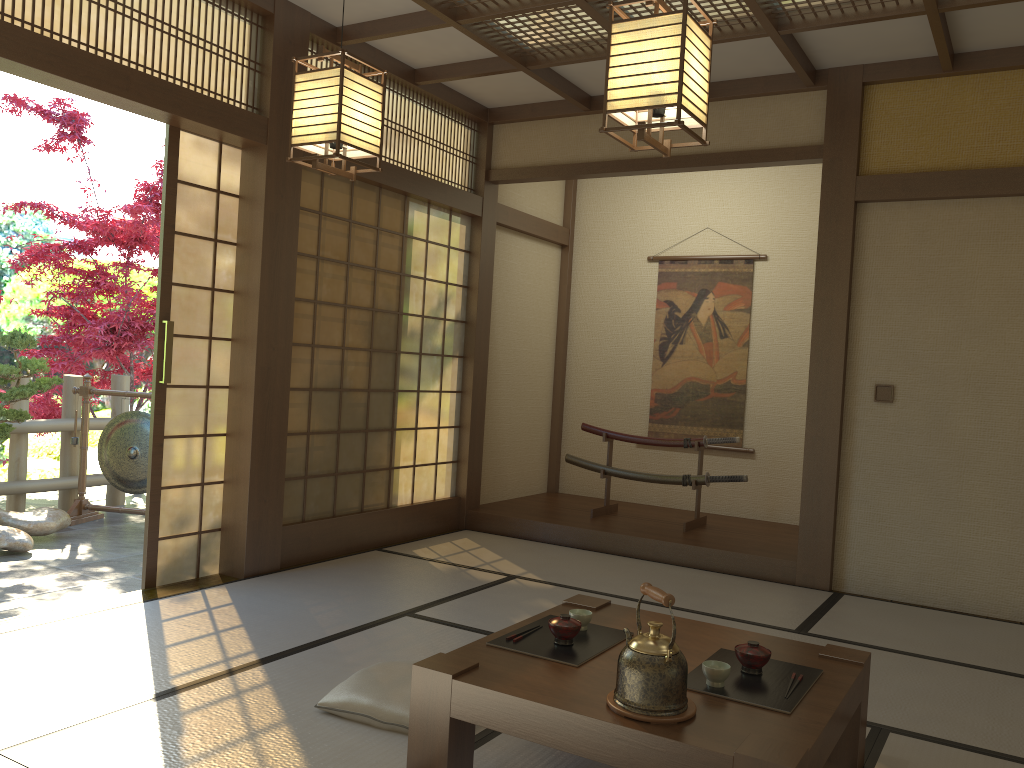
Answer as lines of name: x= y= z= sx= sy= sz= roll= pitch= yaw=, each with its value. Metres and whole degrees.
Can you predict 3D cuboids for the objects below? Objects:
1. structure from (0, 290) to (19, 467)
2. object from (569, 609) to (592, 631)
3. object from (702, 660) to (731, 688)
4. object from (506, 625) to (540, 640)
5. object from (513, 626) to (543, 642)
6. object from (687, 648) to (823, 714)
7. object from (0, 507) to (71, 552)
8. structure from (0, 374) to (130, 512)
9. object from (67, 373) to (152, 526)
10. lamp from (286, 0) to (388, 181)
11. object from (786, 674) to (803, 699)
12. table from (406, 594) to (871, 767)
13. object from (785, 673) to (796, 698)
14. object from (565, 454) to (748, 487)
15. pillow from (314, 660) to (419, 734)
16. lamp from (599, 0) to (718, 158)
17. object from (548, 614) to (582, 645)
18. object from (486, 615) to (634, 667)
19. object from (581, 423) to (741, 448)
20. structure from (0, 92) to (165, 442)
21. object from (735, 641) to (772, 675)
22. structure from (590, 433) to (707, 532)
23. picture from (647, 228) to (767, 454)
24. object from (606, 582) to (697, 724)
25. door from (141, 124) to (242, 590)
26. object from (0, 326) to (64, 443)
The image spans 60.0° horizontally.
structure: x=-4.935 y=-0.981 z=5.445 sx=3.412 sy=4.004 sz=3.045 roll=3 pitch=1 yaw=-27
object: x=0.216 y=0.746 z=2.799 sx=0.074 sy=0.052 sz=0.073 roll=3 pitch=1 yaw=-16
object: x=0.542 y=0.772 z=2.355 sx=0.074 sy=0.052 sz=0.073 roll=3 pitch=1 yaw=-16
object: x=0.036 y=0.758 z=2.716 sx=0.008 sy=0.008 sz=0.200 roll=4 pitch=1 yaw=31
object: x=0.051 y=0.759 z=2.707 sx=0.008 sy=0.008 sz=0.200 roll=4 pitch=1 yaw=27
object: x=0.659 y=0.807 z=2.435 sx=0.300 sy=0.007 sz=0.400 roll=4 pitch=1 yaw=31
object: x=-3.371 y=0.848 z=5.394 sx=1.147 sy=0.276 sz=1.260 roll=4 pitch=1 yaw=26
structure: x=-3.901 y=0.469 z=5.727 sx=0.245 sy=1.136 sz=7.456 roll=4 pitch=1 yaw=31
object: x=-2.653 y=0.474 z=6.256 sx=1.045 sy=1.061 sz=0.368 roll=4 pitch=1 yaw=9
lamp: x=-0.575 y=-1.279 z=3.029 sx=0.240 sy=1.129 sz=0.240 roll=4 pitch=1 yaw=31
object: x=0.754 y=0.806 z=2.366 sx=0.008 sy=0.008 sz=0.200 roll=4 pitch=1 yaw=29
table: x=0.407 y=0.959 z=2.544 sx=1.000 sy=0.350 sz=1.000 roll=4 pitch=1 yaw=31
object: x=0.744 y=0.806 z=2.375 sx=0.008 sy=0.008 sz=0.200 roll=4 pitch=1 yaw=24
object: x=0.992 y=0.629 z=6.281 sx=1.369 sy=0.144 sz=0.100 roll=4 pitch=1 yaw=32
pillow: x=-0.326 y=1.048 z=3.003 sx=0.486 sy=0.107 sz=0.496 roll=4 pitch=1 yaw=24
lamp: x=0.426 y=-1.210 z=2.436 sx=0.240 sy=1.129 sz=0.240 roll=4 pitch=1 yaw=31
object: x=0.156 y=0.727 z=2.637 sx=0.100 sy=0.080 sz=0.100 roll=4 pitch=1 yaw=31
object: x=0.154 y=0.773 z=2.693 sx=0.300 sy=0.007 sz=0.400 roll=4 pitch=1 yaw=31
object: x=1.027 y=0.379 z=6.264 sx=1.186 sy=0.121 sz=0.086 roll=4 pitch=1 yaw=32
structure: x=-3.188 y=-0.927 z=8.564 sx=3.412 sy=4.004 sz=3.045 roll=4 pitch=1 yaw=33
object: x=0.671 y=0.761 z=2.474 sx=0.100 sy=0.080 sz=0.100 roll=4 pitch=1 yaw=31
structure: x=0.994 y=0.678 z=6.329 sx=0.712 sy=0.604 sz=0.446 roll=4 pitch=1 yaw=31
picture: x=1.469 y=-0.362 z=6.926 sx=0.952 sy=1.725 sz=0.038 roll=4 pitch=1 yaw=31
object: x=0.348 y=0.648 z=2.184 sx=0.226 sy=0.296 sz=0.219 roll=4 pitch=1 yaw=25
door: x=-1.216 y=-0.098 z=5.071 sx=0.073 sy=2.380 sz=1.894 roll=4 pitch=1 yaw=31
object: x=-3.320 y=0.297 z=5.440 sx=1.032 sy=1.362 sz=0.586 roll=3 pitch=1 yaw=-33
